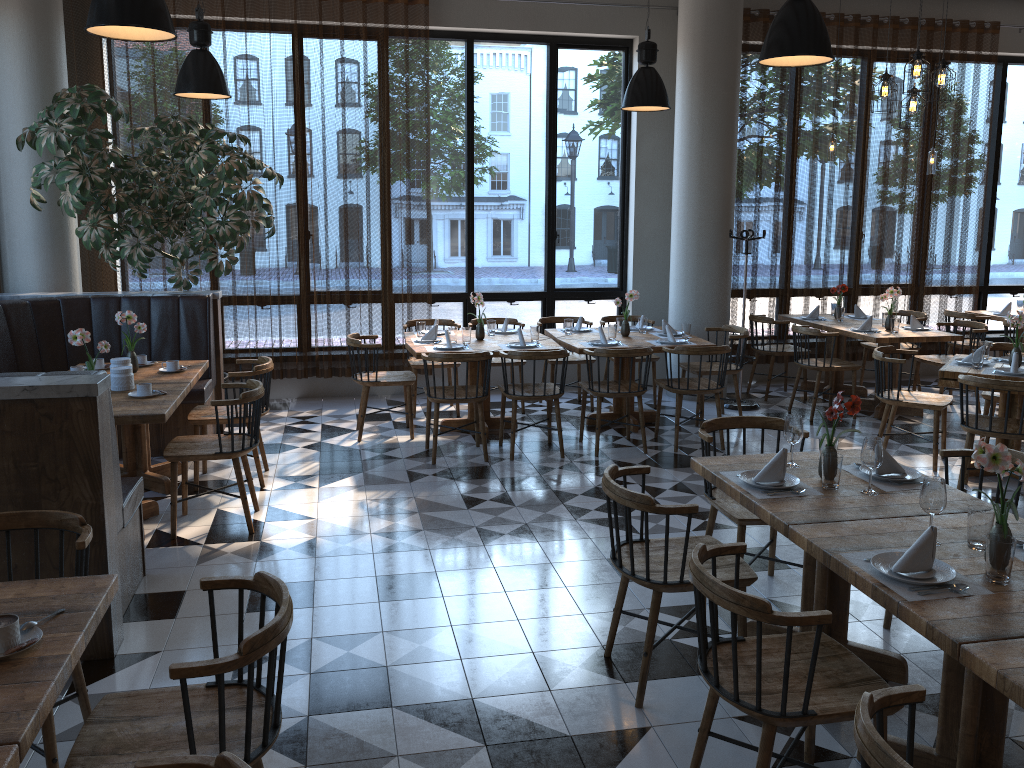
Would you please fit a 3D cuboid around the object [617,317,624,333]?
[{"bbox_3d":[0.953,-0.511,7.743,0.080,0.131,0.080,-4,11,-26],"label":"object"}]

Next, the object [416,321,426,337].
[{"bbox_3d":[-0.762,-0.454,7.406,0.080,0.131,0.080,-4,11,-26],"label":"object"}]

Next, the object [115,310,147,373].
[{"bbox_3d":[-2.474,-0.277,5.770,0.206,0.397,0.147,-1,9,-6],"label":"object"}]

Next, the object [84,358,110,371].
[{"bbox_3d":[-2.748,-0.131,5.877,0.175,0.066,0.177,1,11,2],"label":"object"}]

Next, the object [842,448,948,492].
[{"bbox_3d":[1.532,0.307,3.582,0.272,0.136,0.354,-2,11,-11],"label":"object"}]

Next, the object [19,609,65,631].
[{"bbox_3d":[-1.210,0.604,2.287,0.034,0.023,0.156,3,11,13],"label":"object"}]

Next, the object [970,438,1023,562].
[{"bbox_3d":[1.447,0.356,2.657,0.147,0.397,0.207,7,12,37],"label":"object"}]

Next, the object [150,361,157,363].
[{"bbox_3d":[-2.399,-0.148,6.075,0.155,0.023,0.034,-4,11,-21],"label":"object"}]

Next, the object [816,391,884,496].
[{"bbox_3d":[1.312,0.221,3.454,0.166,0.353,0.297,-1,10,-6],"label":"object"}]

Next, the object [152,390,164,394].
[{"bbox_3d":[-2.035,0.050,5.074,0.156,0.012,0.034,10,14,40],"label":"object"}]

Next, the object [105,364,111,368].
[{"bbox_3d":[-2.687,-0.120,5.910,0.052,0.023,0.051,2,11,11],"label":"object"}]

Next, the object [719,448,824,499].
[{"bbox_3d":[1.016,0.323,3.488,0.272,0.136,0.354,-2,11,-11],"label":"object"}]

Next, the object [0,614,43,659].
[{"bbox_3d":[-1.243,0.609,2.156,0.176,0.066,0.177,1,11,4],"label":"object"}]

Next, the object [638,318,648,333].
[{"bbox_3d":[1.143,-0.510,7.743,0.080,0.131,0.080,-4,11,-26],"label":"object"}]

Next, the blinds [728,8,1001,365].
[{"bbox_3d":[5.549,-2.073,9.712,7.266,3.559,0.161,-2,9,-11],"label":"blinds"}]

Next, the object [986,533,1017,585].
[{"bbox_3d":[1.411,0.509,2.565,0.080,0.131,0.080,1,9,3],"label":"object"}]

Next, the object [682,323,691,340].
[{"bbox_3d":[1.452,-0.439,7.389,0.080,0.131,0.080,-4,11,-26],"label":"object"}]

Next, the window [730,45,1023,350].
[{"bbox_3d":[1.350,-1.711,8.081,15.162,3.145,4.514,-7,13,-34],"label":"window"}]

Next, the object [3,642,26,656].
[{"bbox_3d":[-1.188,0.634,2.119,0.050,0.023,0.052,-3,11,-16],"label":"object"}]

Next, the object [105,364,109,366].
[{"bbox_3d":[-2.709,-0.122,5.936,0.052,0.023,0.051,2,11,11],"label":"object"}]

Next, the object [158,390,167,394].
[{"bbox_3d":[-2.012,0.045,5.107,0.049,0.025,0.053,-10,15,-42],"label":"object"}]

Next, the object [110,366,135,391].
[{"bbox_3d":[-2.300,-0.032,5.227,0.130,0.128,0.130,7,12,32],"label":"object"}]

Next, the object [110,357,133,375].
[{"bbox_3d":[-2.443,-0.094,5.538,0.130,0.128,0.130,7,12,32],"label":"object"}]

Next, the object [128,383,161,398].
[{"bbox_3d":[-2.095,0.034,5.049,0.176,0.066,0.177,5,12,24],"label":"object"}]

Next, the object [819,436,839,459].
[{"bbox_3d":[1.312,0.290,3.679,0.080,0.131,0.080,3,10,18],"label":"object"}]

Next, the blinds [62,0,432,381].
[{"bbox_3d":[-2.347,-1.806,8.137,3.199,3.559,0.156,-2,9,-11],"label":"blinds"}]

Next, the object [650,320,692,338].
[{"bbox_3d":[1.360,-0.488,7.620,0.272,0.136,0.354,-2,11,-11],"label":"object"}]

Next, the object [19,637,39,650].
[{"bbox_3d":[-1.175,0.630,2.150,0.050,0.023,0.052,-3,11,-16],"label":"object"}]

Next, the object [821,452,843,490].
[{"bbox_3d":[1.235,0.339,3.427,0.080,0.131,0.080,4,10,23],"label":"object"}]

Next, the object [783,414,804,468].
[{"bbox_3d":[1.180,0.239,3.721,0.081,0.214,0.081,8,12,41],"label":"object"}]

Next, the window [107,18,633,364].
[{"bbox_3d":[-1.212,-1.831,8.623,4.966,3.146,0.367,-2,9,-11],"label":"window"}]

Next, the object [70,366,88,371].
[{"bbox_3d":[-2.741,-0.076,5.590,0.176,0.066,0.176,7,13,33],"label":"object"}]

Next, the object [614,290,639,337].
[{"bbox_3d":[0.969,-0.599,7.499,0.206,0.397,0.147,-1,9,-7],"label":"object"}]

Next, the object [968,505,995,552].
[{"bbox_3d":[1.488,0.460,2.817,0.080,0.131,0.080,3,10,18],"label":"object"}]

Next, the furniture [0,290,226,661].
[{"bbox_3d":[-2.946,0.209,5.284,1.918,1.142,4.066,-2,11,-11],"label":"furniture"}]

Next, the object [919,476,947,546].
[{"bbox_3d":[1.356,0.409,2.859,0.081,0.214,0.081,8,12,41],"label":"object"}]

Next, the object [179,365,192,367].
[{"bbox_3d":[-2.195,-0.122,5.950,0.034,0.023,0.156,3,11,13],"label":"object"}]

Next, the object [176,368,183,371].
[{"bbox_3d":[-2.173,-0.092,5.782,0.050,0.023,0.052,-3,11,-16],"label":"object"}]

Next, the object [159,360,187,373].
[{"bbox_3d":[-2.227,-0.117,5.819,0.176,0.066,0.176,-6,12,-28],"label":"object"}]

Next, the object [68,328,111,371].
[{"bbox_3d":[-2.345,-0.111,4.930,0.207,0.397,0.147,-9,13,-44],"label":"object"}]

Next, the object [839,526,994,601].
[{"bbox_3d":[1.192,0.494,2.626,0.272,0.136,0.354,-2,11,-11],"label":"object"}]

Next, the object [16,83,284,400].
[{"bbox_3d":[-2.833,-0.993,7.200,1.484,2.763,1.761,7,12,36],"label":"object"}]

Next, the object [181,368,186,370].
[{"bbox_3d":[-2.159,-0.095,5.813,0.050,0.023,0.052,-3,11,-16],"label":"object"}]

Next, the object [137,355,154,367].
[{"bbox_3d":[-2.524,-0.159,6.026,0.176,0.066,0.177,-4,12,-21],"label":"object"}]

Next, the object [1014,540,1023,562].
[{"bbox_3d":[1.708,0.478,2.721,0.272,0.136,0.354,-2,11,-11],"label":"object"}]
